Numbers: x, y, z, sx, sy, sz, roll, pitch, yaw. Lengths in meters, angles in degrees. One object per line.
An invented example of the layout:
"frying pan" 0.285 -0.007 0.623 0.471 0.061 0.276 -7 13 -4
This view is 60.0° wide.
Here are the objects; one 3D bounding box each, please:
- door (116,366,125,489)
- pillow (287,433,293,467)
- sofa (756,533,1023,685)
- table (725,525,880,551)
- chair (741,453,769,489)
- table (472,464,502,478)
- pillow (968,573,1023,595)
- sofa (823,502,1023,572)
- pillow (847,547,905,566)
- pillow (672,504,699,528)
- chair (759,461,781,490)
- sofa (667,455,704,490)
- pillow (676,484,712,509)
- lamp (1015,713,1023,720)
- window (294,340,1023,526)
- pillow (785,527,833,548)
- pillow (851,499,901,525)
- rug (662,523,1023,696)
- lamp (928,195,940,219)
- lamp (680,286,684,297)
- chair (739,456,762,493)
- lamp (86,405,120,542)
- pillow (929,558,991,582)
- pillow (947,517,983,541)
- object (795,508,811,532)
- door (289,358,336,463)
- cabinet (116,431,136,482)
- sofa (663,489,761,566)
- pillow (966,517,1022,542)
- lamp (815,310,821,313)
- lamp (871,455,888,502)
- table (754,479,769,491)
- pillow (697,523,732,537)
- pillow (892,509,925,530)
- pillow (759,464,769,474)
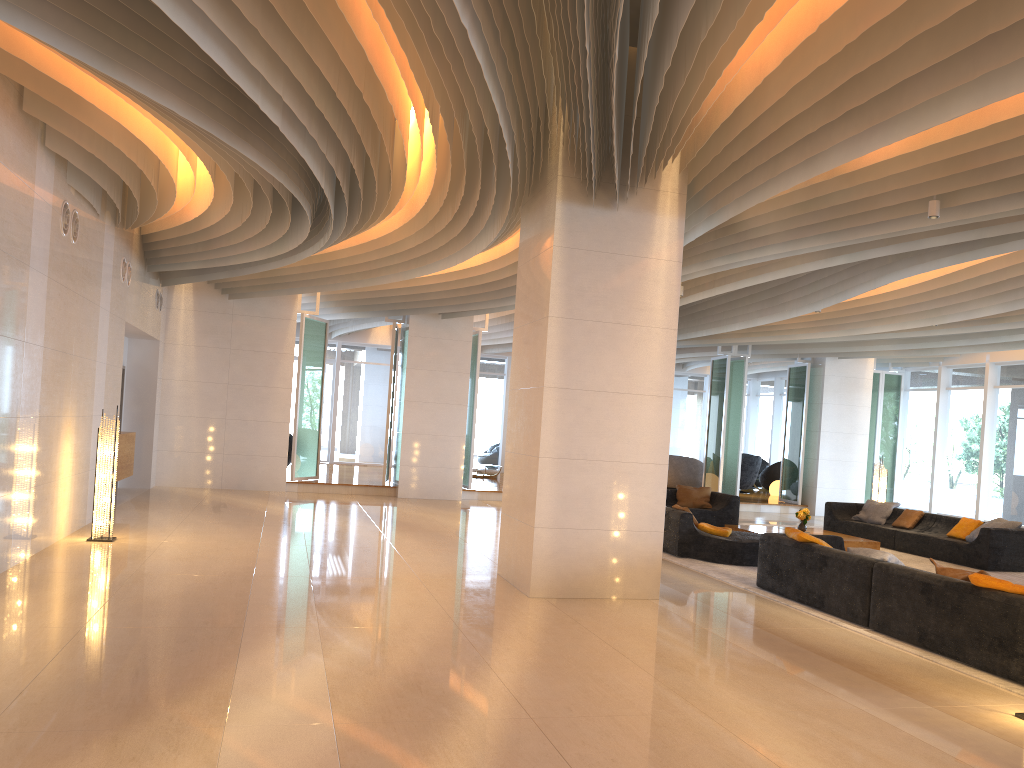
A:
"door" -6.645 0.714 14.503 0.249 2.100 1.392 4 -1 -14
"pillow" -5.182 1.343 18.098 1.535 1.005 1.124 4 -2 -18
"sofa" 3.432 1.797 7.530 0.951 0.582 3.743 4 -3 -14
"table" 4.236 2.309 13.095 1.616 0.220 1.586 5 -3 -15
"chair" 7.028 2.568 26.237 1.521 1.005 1.135 4 -1 -3
"table" -0.791 2.191 22.304 1.086 0.318 0.814 4 -2 -9
"pillow" 3.632 1.555 6.251 0.557 0.377 0.627 5 -2 -37
"sofa" 6.304 2.294 13.687 0.951 0.582 3.743 4 -3 -14
"pillow" 3.285 1.671 7.889 0.424 0.377 0.582 4 -2 -13
"pillow" 2.292 1.743 11.546 0.331 0.311 0.420 4 -2 -13
"chair" 7.517 2.504 24.271 1.531 1.005 1.127 4 -1 -13
"sofa" 3.830 2.215 22.405 2.517 0.901 1.130 2 -2 34
"pillow" 3.213 1.991 15.652 0.636 0.377 0.550 4 -2 7
"lamp" 3.151 1.363 5.131 0.253 1.198 0.247 4 0 -15
"window" 9.137 0.833 11.575 53.444 3.220 22.583 1 -4 40
"pillow" 2.997 1.634 8.731 0.545 0.377 0.642 4 -2 7
"pillow" 6.130 2.153 14.963 0.557 0.377 0.627 5 -2 -37
"rug" 5.417 2.273 8.454 5.566 0.022 16.072 5 -3 -14
"lamp" 3.605 -2.154 7.473 0.090 1.506 0.088 4 0 -24
"lamp" 2.411 -1.988 12.467 0.087 1.506 0.090 4 0 30
"chair" 5.949 2.357 23.436 1.547 1.005 1.115 6 -2 -42
"lamp" -4.341 0.947 9.483 0.253 1.450 0.247 4 0 -15
"pillow" 3.543 1.601 6.889 0.448 0.409 0.596 4 -2 -13
"pillow" 6.621 2.116 12.972 0.325 0.312 0.404 4 -2 -13
"object" 4.355 2.027 13.274 0.234 0.377 0.268 4 -1 17
"door" -5.602 0.710 23.970 1.474 2.771 0.059 4 0 -16
"cabinet" -5.897 1.027 12.847 0.565 0.661 1.496 4 -2 -14
"sofa" 2.951 2.014 13.305 2.853 0.653 5.042 5 -3 -15
"pillow" 6.765 2.073 12.483 0.545 0.377 0.642 4 -2 7
"lamp" 4.565 -1.812 13.088 0.087 1.506 0.090 4 0 30
"lamp" 6.624 2.008 16.007 0.253 1.450 0.247 4 0 -15
"table" 7.321 2.883 25.256 1.086 0.318 0.814 4 -2 -9
"pillow" 2.591 1.855 11.313 0.406 0.136 0.422 3 -3 19
"pillow" 6.320 2.154 14.150 0.325 0.312 0.403 4 -2 -17
"pillow" 7.386 2.502 26.307 0.500 0.408 0.467 4 -1 12
